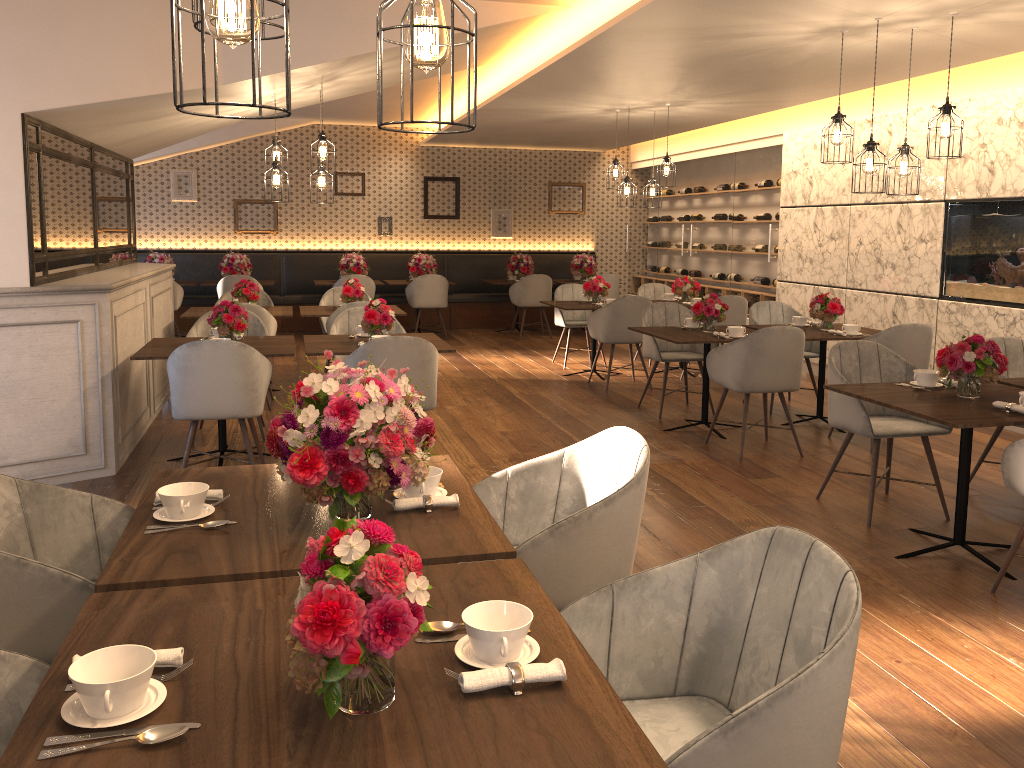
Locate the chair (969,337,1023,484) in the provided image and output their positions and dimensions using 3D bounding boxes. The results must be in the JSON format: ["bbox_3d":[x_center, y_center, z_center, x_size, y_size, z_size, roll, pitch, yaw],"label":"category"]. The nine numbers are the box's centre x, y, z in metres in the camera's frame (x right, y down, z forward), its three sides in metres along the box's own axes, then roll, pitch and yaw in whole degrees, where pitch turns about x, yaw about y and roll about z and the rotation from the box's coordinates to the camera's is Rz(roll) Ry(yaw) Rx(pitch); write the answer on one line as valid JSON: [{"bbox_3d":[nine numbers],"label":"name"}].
[{"bbox_3d":[2.876,0.202,4.892,0.565,0.866,0.530,-1,8,-14],"label":"chair"}]

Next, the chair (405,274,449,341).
[{"bbox_3d":[-1.099,-1.022,11.657,0.565,0.866,0.530,-1,8,-14],"label":"chair"}]

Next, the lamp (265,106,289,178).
[{"bbox_3d":[-1.782,-2.596,6.638,0.175,2.057,0.176,-1,7,-13],"label":"lamp"}]

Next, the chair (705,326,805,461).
[{"bbox_3d":[1.627,0.020,5.860,0.565,0.866,0.530,-1,8,-14],"label":"chair"}]

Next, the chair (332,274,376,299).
[{"bbox_3d":[-2.030,-0.991,11.424,0.565,0.866,0.530,-1,8,-14],"label":"chair"}]

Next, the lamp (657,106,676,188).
[{"bbox_3d":[1.511,-2.937,8.501,0.175,2.057,0.176,-1,7,-13],"label":"lamp"}]

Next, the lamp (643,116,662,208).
[{"bbox_3d":[1.430,-2.802,8.840,0.175,2.057,0.176,-1,7,-13],"label":"lamp"}]

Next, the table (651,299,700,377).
[{"bbox_3d":[1.755,-0.473,9.126,0.896,0.716,0.903,-2,9,-14],"label":"table"}]

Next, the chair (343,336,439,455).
[{"bbox_3d":[-0.688,0.123,5.131,0.565,0.866,0.530,-1,8,-14],"label":"chair"}]

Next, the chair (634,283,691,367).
[{"bbox_3d":[1.649,-0.662,9.763,0.565,0.866,0.530,-1,8,-14],"label":"chair"}]

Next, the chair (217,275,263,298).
[{"bbox_3d":[-3.404,-0.946,11.081,0.565,0.866,0.530,-1,8,-14],"label":"chair"}]

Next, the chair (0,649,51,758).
[{"bbox_3d":[-0.949,0.781,1.348,0.526,0.866,0.569,-1,8,-14],"label":"chair"}]

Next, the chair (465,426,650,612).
[{"bbox_3d":[0.107,0.575,2.592,0.526,0.866,0.569,-1,8,-14],"label":"chair"}]

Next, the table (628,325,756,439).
[{"bbox_3d":[1.427,-0.019,6.506,0.896,0.716,0.903,-2,9,-14],"label":"table"}]

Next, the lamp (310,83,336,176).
[{"bbox_3d":[-1.338,-2.516,6.205,0.175,2.057,0.176,-1,7,-13],"label":"lamp"}]

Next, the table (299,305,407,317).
[{"bbox_3d":[-1.453,-0.313,8.016,0.896,0.716,0.903,-2,9,-14],"label":"table"}]

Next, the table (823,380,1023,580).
[{"bbox_3d":[2.052,0.422,4.023,0.896,0.716,0.903,-2,9,-14],"label":"table"}]

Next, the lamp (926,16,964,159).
[{"bbox_3d":[2.432,-2.288,4.847,0.175,2.057,0.176,-1,7,-13],"label":"lamp"}]

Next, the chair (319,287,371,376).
[{"bbox_3d":[-1.605,-0.500,8.642,0.565,0.866,0.530,-1,8,-14],"label":"chair"}]

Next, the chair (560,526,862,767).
[{"bbox_3d":[0.335,0.736,1.688,0.526,0.866,0.569,-1,8,-14],"label":"chair"}]

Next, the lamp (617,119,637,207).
[{"bbox_3d":[1.145,-2.770,8.639,0.175,2.057,0.176,-1,7,-13],"label":"lamp"}]

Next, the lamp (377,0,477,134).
[{"bbox_3d":[-0.144,-1.483,1.485,0.175,2.057,0.176,-1,7,-13],"label":"lamp"}]

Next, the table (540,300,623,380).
[{"bbox_3d":[0.825,-0.443,8.893,0.896,0.716,0.903,-2,9,-14],"label":"table"}]

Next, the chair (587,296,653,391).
[{"bbox_3d":[1.026,-0.404,8.247,0.565,0.866,0.530,-1,8,-14],"label":"chair"}]

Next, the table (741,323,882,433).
[{"bbox_3d":[2.357,-0.050,6.739,0.896,0.716,0.903,-2,9,-14],"label":"table"}]

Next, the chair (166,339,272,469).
[{"bbox_3d":[-1.618,0.154,4.899,0.565,0.866,0.530,-1,8,-14],"label":"chair"}]

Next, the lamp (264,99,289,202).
[{"bbox_3d":[-1.704,-2.349,6.344,0.175,2.057,0.176,-1,7,-13],"label":"lamp"}]

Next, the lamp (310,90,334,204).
[{"bbox_3d":[-1.420,-2.381,6.544,0.175,2.057,0.176,-1,7,-13],"label":"lamp"}]

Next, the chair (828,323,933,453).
[{"bbox_3d":[2.558,-0.011,6.093,0.565,0.866,0.530,-1,8,-14],"label":"chair"}]

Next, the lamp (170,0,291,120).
[{"bbox_3d":[-0.429,-1.451,1.285,0.175,2.057,0.176,-1,7,-13],"label":"lamp"}]

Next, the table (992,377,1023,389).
[{"bbox_3d":[2.983,0.391,4.256,0.896,0.716,0.903,-2,9,-14],"label":"table"}]

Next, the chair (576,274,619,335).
[{"bbox_3d":[1.205,-1.098,12.232,0.565,0.866,0.530,-1,8,-14],"label":"chair"}]

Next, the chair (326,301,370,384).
[{"bbox_3d":[-1.252,-0.274,7.370,0.565,0.866,0.530,-1,8,-14],"label":"chair"}]

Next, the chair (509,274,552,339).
[{"bbox_3d":[0.274,-1.068,12.000,0.565,0.866,0.530,-1,8,-14],"label":"chair"}]

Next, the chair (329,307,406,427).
[{"bbox_3d":[-1.041,-0.103,6.403,0.565,0.866,0.530,-1,8,-14],"label":"chair"}]

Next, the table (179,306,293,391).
[{"bbox_3d":[-2.384,-0.282,7.784,0.896,0.716,0.903,-2,9,-14],"label":"table"}]

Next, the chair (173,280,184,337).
[{"bbox_3d":[-4.334,-0.915,10.848,0.565,0.866,0.530,-1,8,-14],"label":"chair"}]

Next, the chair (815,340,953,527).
[{"bbox_3d":[1.946,0.233,4.660,0.565,0.866,0.530,-1,8,-14],"label":"chair"}]

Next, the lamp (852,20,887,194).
[{"bbox_3d":[2.066,-2.122,4.986,0.175,2.057,0.176,-1,7,-13],"label":"lamp"}]

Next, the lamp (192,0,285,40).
[{"bbox_3d":[-0.507,-1.698,1.579,0.175,2.057,0.176,-1,7,-13],"label":"lamp"}]

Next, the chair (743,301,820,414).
[{"bbox_3d":[2.250,-0.239,7.376,0.565,0.866,0.530,-1,8,-14],"label":"chair"}]

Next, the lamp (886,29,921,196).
[{"bbox_3d":[2.351,-2.154,5.186,0.175,2.057,0.176,-1,7,-13],"label":"lamp"}]

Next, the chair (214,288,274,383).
[{"bbox_3d":[-2.535,-0.470,8.409,0.565,0.866,0.530,-1,8,-14],"label":"chair"}]

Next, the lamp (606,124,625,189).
[{"bbox_3d":[1.067,-3.017,8.933,0.175,2.057,0.176,-1,7,-13],"label":"lamp"}]

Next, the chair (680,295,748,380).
[{"bbox_3d":[1.956,-0.435,8.480,0.565,0.866,0.530,-1,8,-14],"label":"chair"}]

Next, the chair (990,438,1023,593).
[{"bbox_3d":[2.253,0.460,3.377,0.565,0.866,0.530,-1,8,-14],"label":"chair"}]

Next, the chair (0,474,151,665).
[{"bbox_3d":[-1.177,0.621,2.253,0.526,0.866,0.569,-1,8,-14],"label":"chair"}]

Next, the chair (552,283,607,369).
[{"bbox_3d":[0.718,-0.631,9.530,0.565,0.866,0.530,-1,8,-14],"label":"chair"}]

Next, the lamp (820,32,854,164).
[{"bbox_3d":[1.988,-2.369,5.280,0.175,2.057,0.176,-1,7,-13],"label":"lamp"}]

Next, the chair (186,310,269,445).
[{"bbox_3d":[-1.971,-0.072,6.171,0.565,0.866,0.530,-1,8,-14],"label":"chair"}]

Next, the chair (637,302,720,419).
[{"bbox_3d":[1.320,-0.208,7.143,0.565,0.866,0.530,-1,8,-14],"label":"chair"}]

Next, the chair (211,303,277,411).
[{"bbox_3d":[-2.183,-0.244,7.137,0.565,0.866,0.530,-1,8,-14],"label":"chair"}]

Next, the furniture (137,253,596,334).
[{"bbox_3d":[-2.089,-1.327,12.737,7.090,1.074,0.545,-2,8,-14],"label":"furniture"}]
